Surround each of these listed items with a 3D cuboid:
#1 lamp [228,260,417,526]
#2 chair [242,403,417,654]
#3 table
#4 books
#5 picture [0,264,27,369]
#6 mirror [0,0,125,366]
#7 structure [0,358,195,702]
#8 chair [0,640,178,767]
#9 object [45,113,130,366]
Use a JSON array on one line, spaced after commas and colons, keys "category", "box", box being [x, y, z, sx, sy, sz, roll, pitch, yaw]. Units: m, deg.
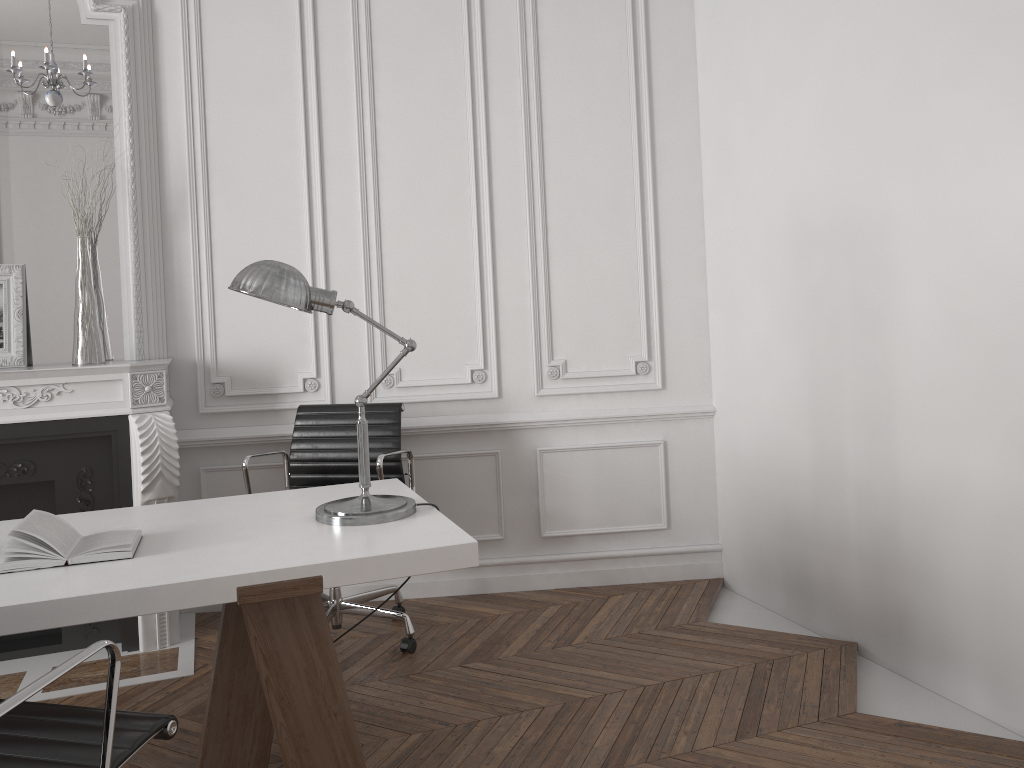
[{"category": "lamp", "box": [-0.493, 0.012, 2.372, 0.489, 0.699, 0.269, -3, 1, -19]}, {"category": "chair", "box": [-0.725, 0.569, 3.464, 0.693, 0.923, 0.669, -3, 2, 5]}, {"category": "table", "box": [-1.445, 0.805, 2.052, 2.624, 0.749, 0.901, -4, 3, -19]}, {"category": "books", "box": [-1.046, 0.358, 2.111, 0.279, 0.095, 0.226, -4, 4, -17]}, {"category": "picture", "box": [-2.194, -0.277, 3.643, 0.340, 0.435, 0.096, -3, 0, -19]}, {"category": "mirror", "box": [-2.260, -0.924, 3.671, 1.124, 1.813, 0.001, -3, 0, -19]}, {"category": "structure", "box": [-2.083, 0.552, 3.360, 1.607, 1.184, 0.809, -4, 2, -19]}, {"category": "chair", "box": [-0.957, 0.746, 1.459, 0.693, 0.923, 0.669, -2, 2, 7]}, {"category": "object", "box": [-1.721, -0.610, 3.676, 0.289, 1.053, 0.296, -3, 0, 19]}]
